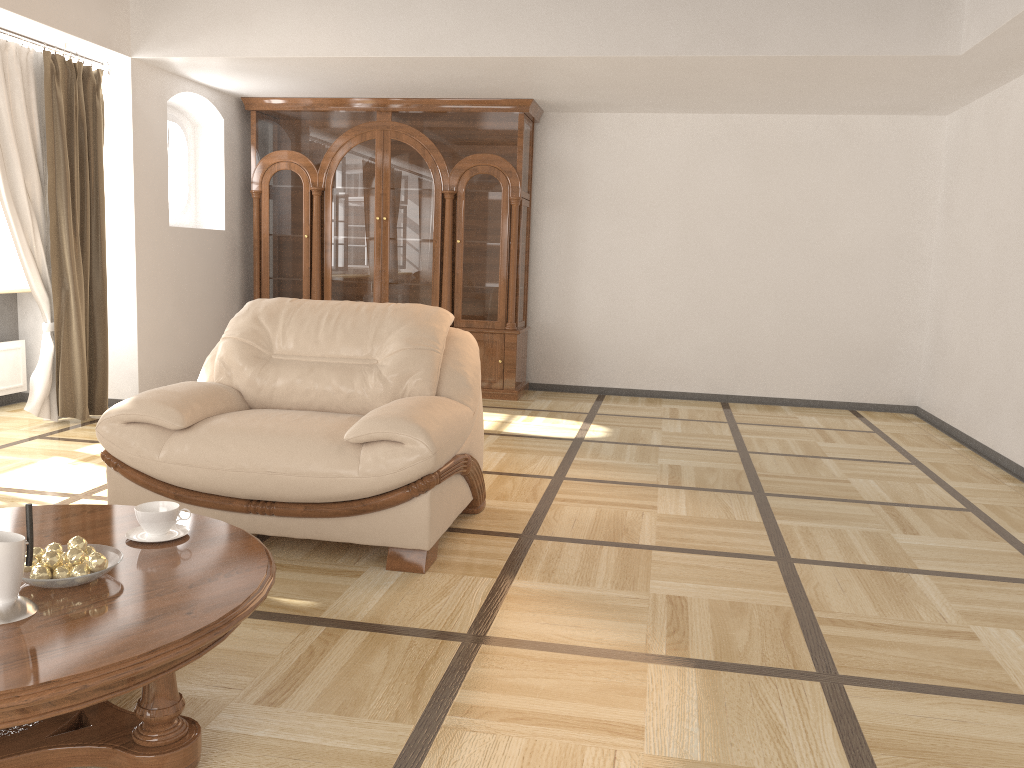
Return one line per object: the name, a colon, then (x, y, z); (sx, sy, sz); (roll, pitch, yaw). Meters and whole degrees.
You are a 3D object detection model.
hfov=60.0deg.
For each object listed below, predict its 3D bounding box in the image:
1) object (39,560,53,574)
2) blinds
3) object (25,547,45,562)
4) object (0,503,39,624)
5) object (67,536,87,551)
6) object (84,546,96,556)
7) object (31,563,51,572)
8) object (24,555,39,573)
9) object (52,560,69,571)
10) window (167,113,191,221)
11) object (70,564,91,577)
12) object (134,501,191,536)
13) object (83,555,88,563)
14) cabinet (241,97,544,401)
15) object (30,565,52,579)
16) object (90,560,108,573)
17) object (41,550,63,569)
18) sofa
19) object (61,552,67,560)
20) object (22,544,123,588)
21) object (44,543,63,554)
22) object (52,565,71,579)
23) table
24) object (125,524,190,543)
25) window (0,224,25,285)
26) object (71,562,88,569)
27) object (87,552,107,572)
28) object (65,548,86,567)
object: (-1.005, 0.394, 1.924); (0.040, 0.037, 0.040); (8, 10, 35)
blinds: (-3.138, -0.592, 3.066); (0.285, 2.294, 5.765); (3, 8, 10)
object: (-1.039, 0.375, 1.934); (0.040, 0.040, 0.038); (0, 8, -11)
object: (-0.985, 0.341, 1.712); (0.119, 0.210, 0.119); (0, 8, -13)
object: (-0.957, 0.356, 1.953); (0.038, 0.044, 0.038); (4, 8, 16)
object: (-0.949, 0.381, 1.981); (0.040, 0.039, 0.039); (5, 9, 21)
object: (-1.000, 0.399, 1.881); (0.038, 0.040, 0.040); (-3, 9, -30)
object: (-1.033, 0.384, 1.896); (0.041, 0.038, 0.039); (-4, 10, -36)
object: (-0.966, 0.398, 1.907); (0.039, 0.038, 0.041); (-4, 10, -38)
window: (-2.580, -1.619, 6.637); (0.050, 0.784, 0.600); (3, 8, 10)
object: (-0.909, 0.398, 1.868); (0.039, 0.039, 0.041); (0, 8, -13)
object: (-0.879, 0.341, 2.208); (0.114, 0.071, 0.105); (6, 9, 25)
object: (-0.946, 0.393, 1.942); (0.040, 0.039, 0.039); (2, 8, 0)
cabinet: (-0.994, -1.112, 7.291); (2.360, 2.298, 0.587); (3, 8, 10)
object: (-0.981, 0.399, 1.847); (0.041, 0.040, 0.037); (5, 9, 22)
object: (-0.889, 0.391, 1.908); (0.038, 0.041, 0.041); (1, 8, -5)
object: (-0.973, 0.371, 1.876); (0.038, 0.039, 0.040); (1, 8, -5)
sofa: (-0.811, 0.122, 3.635); (1.318, 0.900, 1.052); (3, 8, 10)
object: (-0.983, 0.390, 1.958); (0.039, 0.038, 0.040); (8, 10, 34)
object: (-0.962, 0.400, 1.913); (0.227, 0.039, 0.227); (8, 10, 34)
object: (-1.017, 0.372, 1.966); (0.039, 0.039, 0.041); (-3, 9, -31)
object: (-0.947, 0.402, 1.869); (0.039, 0.040, 0.038); (2, 8, 0)
table: (-1.119, 0.609, 1.933); (1.167, 0.392, 1.169); (3, 8, 5)
object: (-0.884, 0.375, 2.214); (0.150, 0.010, 0.150); (2, 8, -1)
window: (-3.324, -1.294, 5.132); (0.782, 1.500, 1.653); (3, 8, 10)
object: (-0.928, 0.399, 1.906); (0.041, 0.038, 0.040); (8, 10, 38)
object: (-0.878, 0.377, 1.874); (0.038, 0.042, 0.038); (5, 9, 18)
object: (-0.928, 0.367, 1.882); (0.040, 0.041, 0.037); (7, 10, 33)
